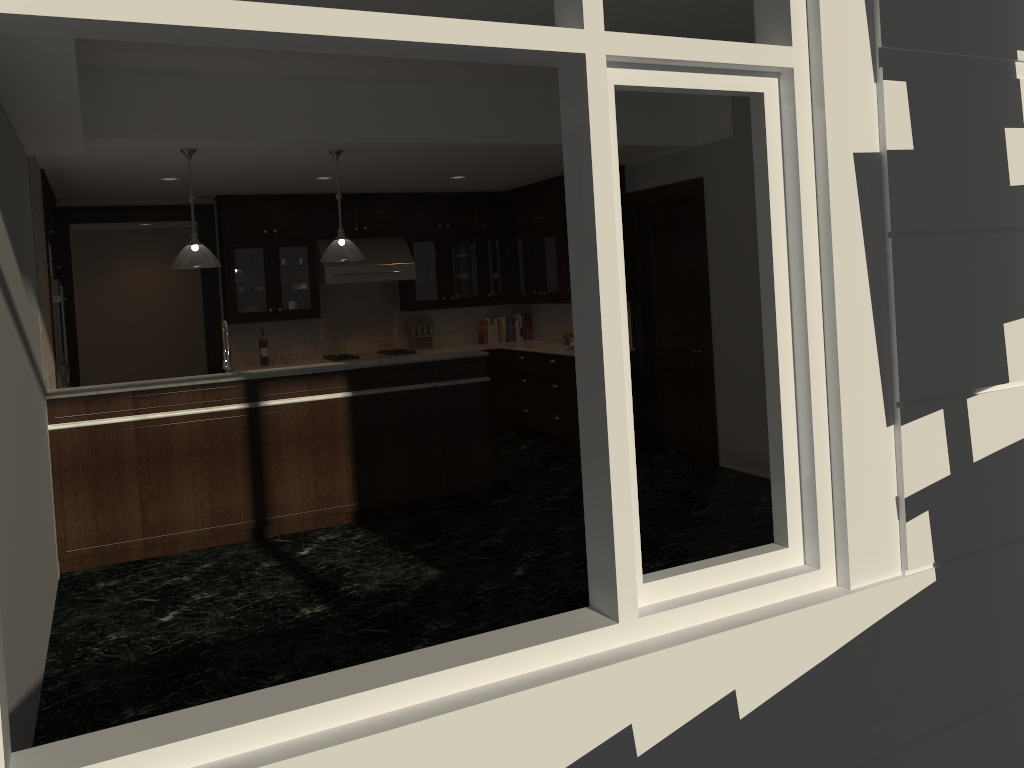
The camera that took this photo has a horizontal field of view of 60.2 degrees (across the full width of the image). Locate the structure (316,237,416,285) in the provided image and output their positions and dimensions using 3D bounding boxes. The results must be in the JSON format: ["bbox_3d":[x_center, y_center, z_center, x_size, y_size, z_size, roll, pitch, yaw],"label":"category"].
[{"bbox_3d":[-1.537,-1.286,9.097,0.933,0.476,0.641,-6,5,-25],"label":"structure"}]

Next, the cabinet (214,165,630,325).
[{"bbox_3d":[-0.924,-1.305,8.464,3.377,1.251,2.313,-6,6,-25],"label":"cabinet"}]

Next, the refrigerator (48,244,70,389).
[{"bbox_3d":[-3.789,-0.025,6.763,0.689,2.117,0.890,-4,2,-25],"label":"refrigerator"}]

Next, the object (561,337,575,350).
[{"bbox_3d":[0.628,-0.395,8.412,0.319,0.122,0.319,-7,7,-31],"label":"object"}]

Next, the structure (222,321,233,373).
[{"bbox_3d":[-1.995,-0.179,6.177,0.051,0.529,0.243,-4,2,-25],"label":"structure"}]

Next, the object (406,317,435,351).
[{"bbox_3d":[-0.979,-0.549,9.594,0.317,0.348,0.110,-5,2,-25],"label":"object"}]

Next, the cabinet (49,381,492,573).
[{"bbox_3d":[-1.646,0.509,6.298,2.856,0.911,1.028,-6,5,-25],"label":"cabinet"}]

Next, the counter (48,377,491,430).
[{"bbox_3d":[-1.674,0.070,6.283,2.877,0.032,1.057,-7,7,-25],"label":"counter"}]

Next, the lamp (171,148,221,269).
[{"bbox_3d":[-2.113,-1.160,5.834,0.318,0.781,0.318,-4,2,-11],"label":"lamp"}]

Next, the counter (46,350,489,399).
[{"bbox_3d":[-1.526,-0.085,5.953,2.863,0.032,0.329,-7,7,-25],"label":"counter"}]

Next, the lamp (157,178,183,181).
[{"bbox_3d":[-2.798,-1.735,7.207,0.198,0.136,0.198,-5,5,-20],"label":"lamp"}]

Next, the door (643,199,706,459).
[{"bbox_3d":[1.433,-0.481,7.674,0.109,2.180,0.864,-4,2,-25],"label":"door"}]

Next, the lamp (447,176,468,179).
[{"bbox_3d":[-0.512,-1.998,8.271,0.197,0.136,0.199,-3,5,10],"label":"lamp"}]

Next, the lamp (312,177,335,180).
[{"bbox_3d":[-1.655,-1.866,7.739,0.197,0.136,0.199,-1,6,30],"label":"lamp"}]

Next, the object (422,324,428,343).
[{"bbox_3d":[-0.942,-0.539,9.600,0.061,0.225,0.061,-2,2,35],"label":"object"}]

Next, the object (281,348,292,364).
[{"bbox_3d":[-2.241,-0.277,8.772,0.113,0.150,0.112,-6,4,-32],"label":"object"}]

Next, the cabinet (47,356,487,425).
[{"bbox_3d":[-1.531,0.008,5.951,2.845,0.152,0.293,-7,6,-25],"label":"cabinet"}]

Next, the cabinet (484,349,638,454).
[{"bbox_3d":[-0.832,0.220,8.492,3.378,0.878,2.321,-6,7,-25],"label":"cabinet"}]

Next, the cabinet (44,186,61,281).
[{"bbox_3d":[-3.973,-0.304,7.133,0.758,2.416,1.845,-4,3,-25],"label":"cabinet"}]

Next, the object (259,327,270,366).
[{"bbox_3d":[-2.437,-0.366,8.665,0.094,0.377,0.095,-4,2,-10],"label":"object"}]

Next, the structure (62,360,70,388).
[{"bbox_3d":[-4.156,0.032,7.563,0.667,0.387,0.764,-6,6,-25],"label":"structure"}]

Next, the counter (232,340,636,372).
[{"bbox_3d":[-0.860,-0.236,8.482,3.378,0.032,2.321,-7,7,-25],"label":"counter"}]

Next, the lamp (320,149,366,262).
[{"bbox_3d":[-1.222,-1.263,6.249,0.318,0.781,0.318,-4,2,-11],"label":"lamp"}]

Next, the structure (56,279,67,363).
[{"bbox_3d":[-4.148,-0.525,7.570,0.615,0.699,0.759,-5,4,-25],"label":"structure"}]

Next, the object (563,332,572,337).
[{"bbox_3d":[0.536,-0.449,8.455,0.091,0.098,0.094,-1,5,33],"label":"object"}]

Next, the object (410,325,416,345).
[{"bbox_3d":[-1.067,-0.523,9.541,0.061,0.228,0.061,-5,2,-43],"label":"object"}]

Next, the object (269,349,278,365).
[{"bbox_3d":[-2.392,-0.271,8.798,0.113,0.150,0.112,-6,4,-32],"label":"object"}]

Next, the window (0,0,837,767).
[{"bbox_3d":[-0.124,-0.353,2.281,2.318,2.196,0.152,-6,2,-26],"label":"window"}]

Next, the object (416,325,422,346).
[{"bbox_3d":[-1.007,-0.526,9.570,0.061,0.237,0.061,-2,2,35],"label":"object"}]

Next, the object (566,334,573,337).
[{"bbox_3d":[0.545,-0.423,8.381,0.100,0.096,0.091,-4,4,-7],"label":"object"}]

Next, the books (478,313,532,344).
[{"bbox_3d":[-0.090,-0.630,10.001,0.605,0.310,0.194,-6,4,-25],"label":"books"}]

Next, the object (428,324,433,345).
[{"bbox_3d":[-0.882,-0.540,9.628,0.061,0.237,0.061,-3,2,29],"label":"object"}]

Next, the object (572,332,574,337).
[{"bbox_3d":[0.621,-0.470,8.392,0.095,0.099,0.092,0,5,42],"label":"object"}]

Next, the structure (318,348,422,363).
[{"bbox_3d":[-1.442,0.099,9.103,0.908,0.836,0.720,-5,4,-25],"label":"structure"}]
